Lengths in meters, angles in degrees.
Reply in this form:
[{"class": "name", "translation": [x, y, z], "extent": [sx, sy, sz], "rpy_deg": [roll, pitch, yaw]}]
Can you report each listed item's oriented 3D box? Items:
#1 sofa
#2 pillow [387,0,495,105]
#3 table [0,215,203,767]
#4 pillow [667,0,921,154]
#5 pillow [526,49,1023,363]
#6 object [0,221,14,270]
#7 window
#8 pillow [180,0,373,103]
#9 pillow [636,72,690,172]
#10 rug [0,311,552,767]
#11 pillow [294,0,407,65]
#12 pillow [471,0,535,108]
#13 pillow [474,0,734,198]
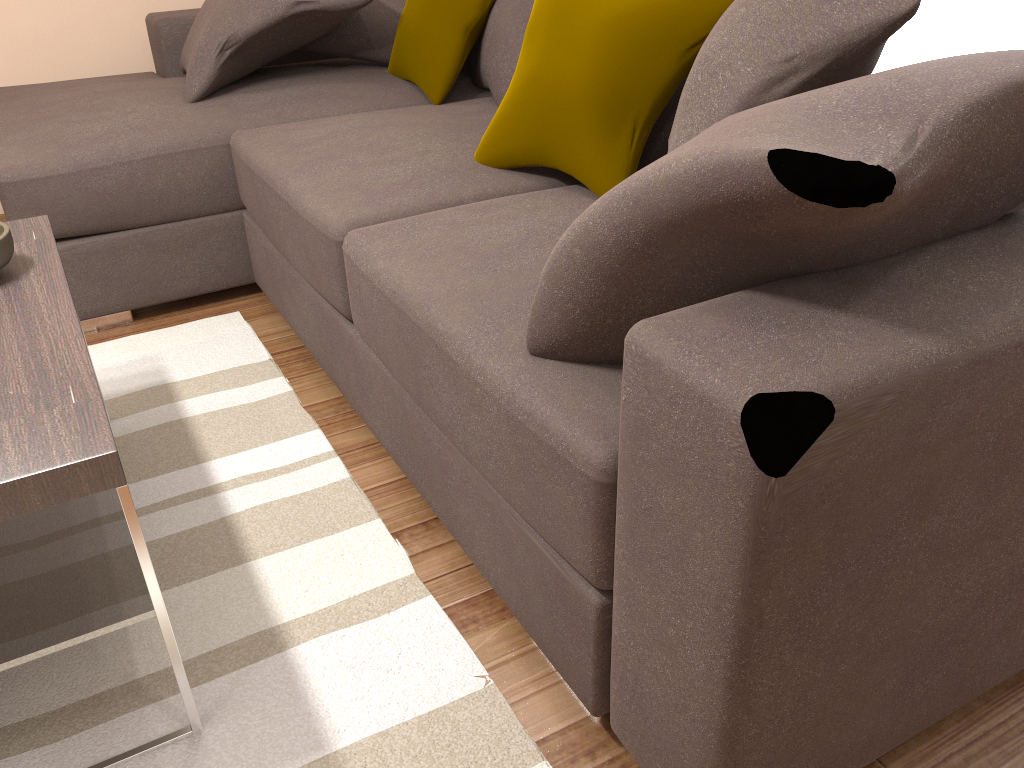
[{"class": "sofa", "translation": [-0.342, -0.470, 2.495], "extent": [1.906, 0.776, 3.565], "rpy_deg": [-17, 33, -24]}, {"class": "pillow", "translation": [-0.235, -1.248, 3.074], "extent": [0.335, 0.486, 0.631], "rpy_deg": [-15, 33, -22]}, {"class": "table", "translation": [-1.154, 0.206, 1.558], "extent": [0.856, 0.558, 1.110], "rpy_deg": [-17, 33, -24]}, {"class": "pillow", "translation": [0.518, -0.640, 1.696], "extent": [0.399, 0.635, 0.811], "rpy_deg": [8, 32, 17]}, {"class": "pillow", "translation": [0.459, -0.231, 1.277], "extent": [0.749, 0.470, 0.560], "rpy_deg": [-19, 34, -27]}, {"class": "object", "translation": [-1.058, -0.235, 1.675], "extent": [0.219, 0.081, 0.219], "rpy_deg": [-14, 32, -20]}, {"class": "window", "translation": [1.108, -1.128, 1.869], "extent": [0.020, 2.419, 1.983], "rpy_deg": [-17, 33, -24]}, {"class": "pillow", "translation": [-0.882, -1.271, 3.127], "extent": [0.645, 0.415, 0.792], "rpy_deg": [-14, 32, -19]}, {"class": "pillow", "translation": [0.361, -0.881, 2.291], "extent": [0.459, 0.590, 0.783], "rpy_deg": [-20, 35, -28]}, {"class": "rug", "translation": [-1.145, 0.452, 1.691], "extent": [1.791, 0.024, 2.122], "rpy_deg": [-17, 33, -24]}, {"class": "pillow", "translation": [-0.645, -1.552, 3.376], "extent": [0.806, 0.578, 0.483], "rpy_deg": [7, 31, 15]}, {"class": "pillow", "translation": [0.105, -1.217, 2.923], "extent": [0.431, 0.576, 0.787], "rpy_deg": [-8, 31, -11]}, {"class": "pillow", "translation": [0.220, -0.708, 2.060], "extent": [0.382, 0.492, 0.658], "rpy_deg": [-24, 37, -33]}]
